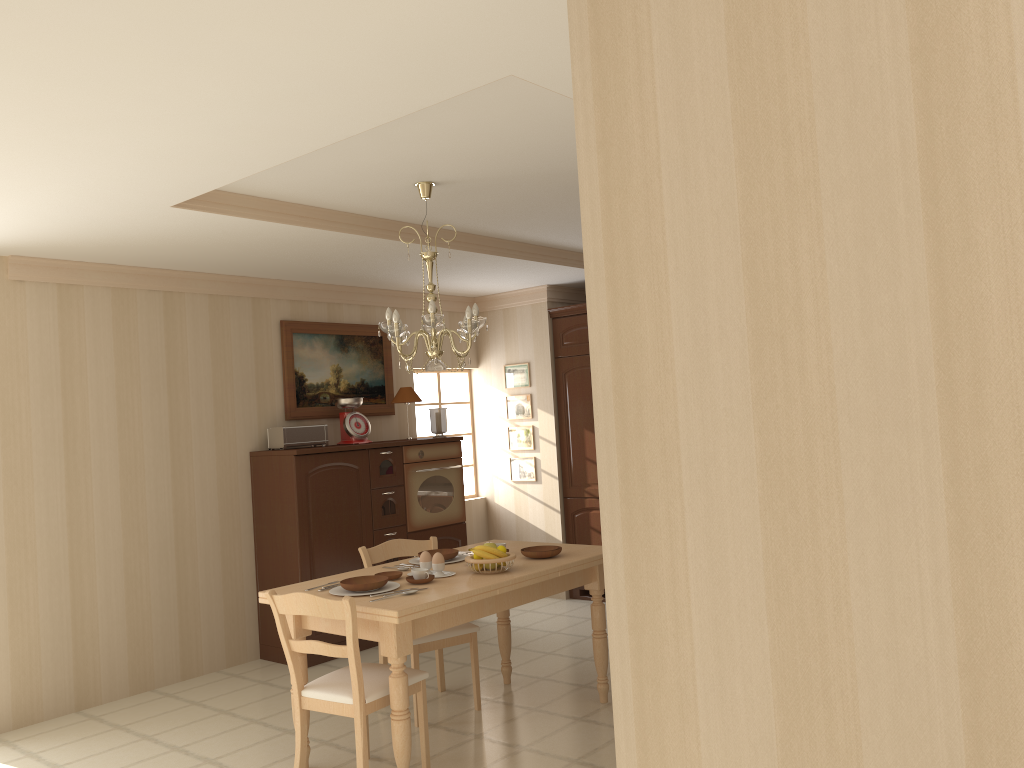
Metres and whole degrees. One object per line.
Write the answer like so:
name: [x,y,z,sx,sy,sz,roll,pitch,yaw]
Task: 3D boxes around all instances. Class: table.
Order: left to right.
table: [-0.243,1.257,4.187,0.900,0.774,1.567,-5,-3,40]

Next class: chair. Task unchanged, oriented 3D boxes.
chair: [-0.654,1.229,3.643,0.462,0.846,0.517,-5,-2,33]
chair: [-0.470,1.253,4.616,0.462,0.846,0.517,-2,-2,-33]

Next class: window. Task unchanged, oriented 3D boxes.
window: [-0.591,0.428,7.343,0.050,1.100,0.765,-5,-3,40]

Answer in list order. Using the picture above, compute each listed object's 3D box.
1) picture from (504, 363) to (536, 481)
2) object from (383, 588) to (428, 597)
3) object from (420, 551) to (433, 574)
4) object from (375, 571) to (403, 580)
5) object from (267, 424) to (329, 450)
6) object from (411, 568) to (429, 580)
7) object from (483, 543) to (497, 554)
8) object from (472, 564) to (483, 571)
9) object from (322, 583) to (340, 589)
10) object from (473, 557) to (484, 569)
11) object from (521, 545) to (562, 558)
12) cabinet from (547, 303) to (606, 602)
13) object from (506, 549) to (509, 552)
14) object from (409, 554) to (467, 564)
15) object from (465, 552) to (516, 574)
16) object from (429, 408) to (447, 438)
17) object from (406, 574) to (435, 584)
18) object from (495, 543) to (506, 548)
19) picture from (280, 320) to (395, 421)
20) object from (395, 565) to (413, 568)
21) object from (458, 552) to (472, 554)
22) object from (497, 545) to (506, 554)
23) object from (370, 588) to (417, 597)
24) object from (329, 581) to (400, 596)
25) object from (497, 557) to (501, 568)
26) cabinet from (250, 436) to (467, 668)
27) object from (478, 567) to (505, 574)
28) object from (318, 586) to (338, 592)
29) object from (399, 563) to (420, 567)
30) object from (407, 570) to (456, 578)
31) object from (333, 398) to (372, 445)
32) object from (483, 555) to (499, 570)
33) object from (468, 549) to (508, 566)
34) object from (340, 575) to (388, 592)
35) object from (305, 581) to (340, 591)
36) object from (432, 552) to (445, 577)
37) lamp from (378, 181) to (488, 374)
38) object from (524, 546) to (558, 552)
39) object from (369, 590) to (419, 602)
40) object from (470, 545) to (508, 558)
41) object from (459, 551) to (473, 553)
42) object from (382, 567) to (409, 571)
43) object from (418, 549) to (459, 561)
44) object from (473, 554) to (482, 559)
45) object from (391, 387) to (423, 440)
picture: [0.063,0.317,7.284,0.268,0.964,0.010,-5,-3,40]
object: [-0.435,0.859,3.663,0.216,0.004,0.022,-2,-2,-34]
object: [-0.396,0.820,4.077,0.058,0.104,0.058,-4,-2,19]
object: [-0.556,0.868,3.996,0.126,0.026,0.127,-5,-2,31]
object: [-1.423,0.355,5.928,0.192,0.150,0.360,-5,-3,40]
object: [-0.395,0.836,3.859,0.063,0.055,0.119,-2,-3,-36]
object: [-0.102,0.756,4.061,0.069,0.061,0.068,-2,-2,-33]
object: [-0.155,0.824,4.013,0.046,0.046,0.055,-3,-2,-17]
object: [-0.761,0.888,3.938,0.018,0.008,0.212,-5,-2,35]
object: [-0.141,0.809,4.071,0.074,0.076,0.072,-4,-2,15]
object: [0.145,0.830,4.355,0.204,0.042,0.204,-3,-2,-11]
cabinet: [1.221,0.447,5.581,3.226,2.313,2.436,-5,-3,40]
object: [-0.077,0.856,4.489,0.127,0.026,0.126,-3,-2,-23]
object: [-0.367,0.880,4.437,0.299,0.009,0.299,-5,-3,38]
object: [-0.096,0.817,4.038,0.235,0.068,0.235,-3,-2,-3]
object: [-0.548,0.291,6.634,0.144,0.220,0.144,-4,-2,23]
object: [-0.399,0.853,3.864,0.126,0.026,0.127,-5,-2,31]
object: [-0.083,0.840,4.487,0.119,0.055,0.063,-3,-2,-21]
picture: [-1.233,-0.099,6.416,0.036,0.687,0.990,-5,-3,40]
object: [-0.499,0.885,4.279,0.022,0.004,0.216,-2,-3,-44]
object: [-0.232,0.879,4.598,0.212,0.008,0.018,-5,-3,40]
object: [-0.048,0.760,4.052,0.047,0.046,0.054,-3,-2,-8]
object: [-0.487,0.861,3.672,0.221,0.008,0.023,-2,-2,-35]
object: [-0.625,0.872,3.771,0.299,0.009,0.299,-4,-2,19]
object: [-0.070,0.810,4.074,0.070,0.069,0.068,-2,-3,-41]
cabinet: [-0.989,1.089,6.196,0.538,1.349,1.513,-5,-3,40]
object: [-0.094,0.848,4.037,0.128,0.011,0.128,-3,-2,-9]
object: [-0.755,0.885,3.883,0.022,0.008,0.218,-5,-3,42]
object: [-0.472,0.883,4.303,0.023,0.008,0.221,-2,-3,-45]
object: [-0.368,0.867,4.043,0.245,0.005,0.157,-5,-3,37]
object: [-1.122,0.260,6.199,0.263,0.317,0.218,-5,-3,44]
object: [-0.096,0.805,4.012,0.077,0.065,0.076,-4,-2,17]
object: [-0.102,0.781,3.975,0.176,0.094,0.064,-3,-2,-13]
object: [-0.627,0.854,3.772,0.204,0.042,0.204,-4,-2,10]
object: [-0.836,0.894,3.933,0.028,0.004,0.218,-5,-2,30]
object: [-0.333,0.814,4.013,0.058,0.104,0.058,-4,-2,19]
lamp: [-0.389,-0.545,4.198,0.501,0.982,0.502,-4,-2,10]
object: [0.144,0.825,4.353,0.168,0.034,0.168,-2,-3,-39]
object: [-0.475,0.856,3.584,0.219,0.011,0.047,-2,-2,-34]
object: [-0.094,0.763,3.993,0.184,0.085,0.066,-3,-2,-12]
object: [-0.245,0.884,4.662,0.218,0.004,0.028,-5,-2,30]
object: [-0.562,0.886,4.267,0.047,0.011,0.219,-2,-3,-41]
object: [-0.367,0.862,4.438,0.204,0.042,0.204,-5,-3,40]
object: [-0.152,0.776,4.025,0.045,0.053,0.051,-5,-2,28]
object: [-0.771,0.218,6.542,0.235,0.388,0.237,-2,-3,-38]
